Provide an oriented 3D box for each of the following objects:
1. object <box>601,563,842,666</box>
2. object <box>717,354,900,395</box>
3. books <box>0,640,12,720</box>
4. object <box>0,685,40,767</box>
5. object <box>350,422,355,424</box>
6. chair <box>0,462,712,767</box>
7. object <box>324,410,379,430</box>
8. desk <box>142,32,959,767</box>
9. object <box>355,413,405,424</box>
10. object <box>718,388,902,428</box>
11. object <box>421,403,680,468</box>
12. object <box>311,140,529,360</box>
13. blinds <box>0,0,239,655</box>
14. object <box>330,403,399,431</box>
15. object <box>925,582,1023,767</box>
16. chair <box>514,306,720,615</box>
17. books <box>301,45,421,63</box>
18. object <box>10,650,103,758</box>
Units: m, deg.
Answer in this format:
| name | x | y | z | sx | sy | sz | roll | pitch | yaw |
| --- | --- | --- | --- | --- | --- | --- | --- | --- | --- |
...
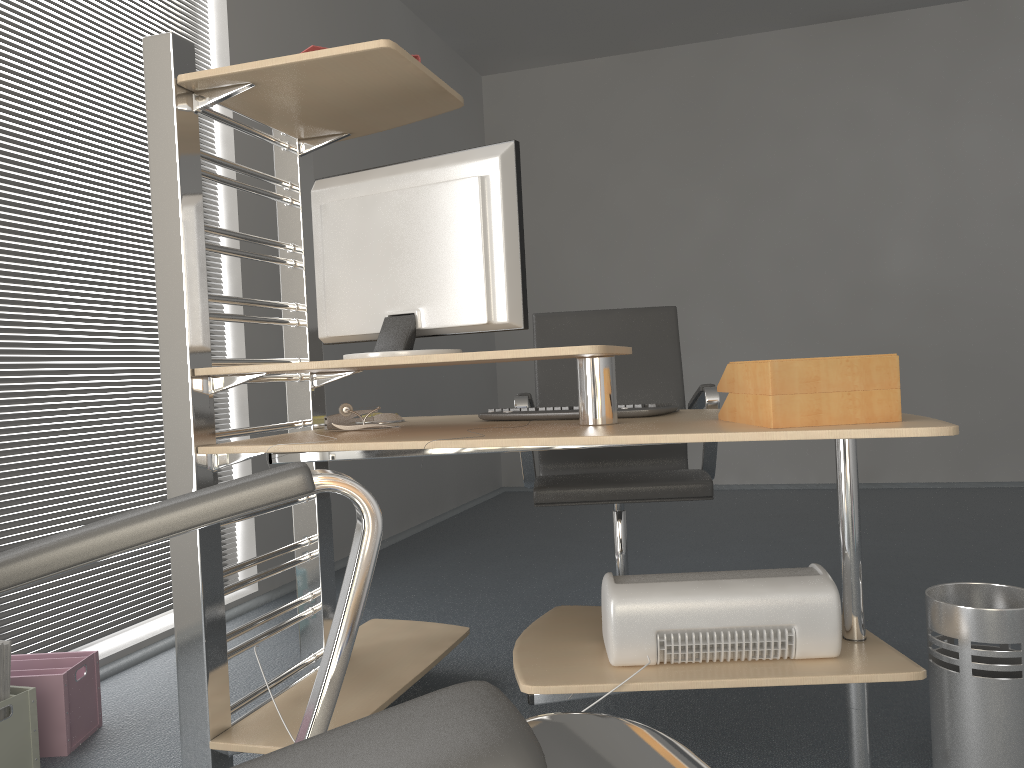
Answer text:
| name | x | y | z | sx | sy | sz | roll | pitch | yaw |
| --- | --- | --- | --- | --- | --- | --- | --- | --- | --- |
| object | 0.401 | 0.443 | 1.819 | 0.438 | 0.162 | 0.351 | -3 | 1 | 2 |
| object | 0.538 | -0.018 | 1.657 | 0.225 | 0.060 | 0.309 | -3 | 1 | -4 |
| books | -1.212 | 0.723 | 1.966 | 0.220 | 0.306 | 0.068 | -3 | 1 | 18 |
| object | -1.213 | 0.794 | 1.952 | 0.245 | 0.202 | 0.185 | -3 | 1 | 17 |
| object | -0.435 | 0.102 | 2.405 | 0.011 | 0.011 | 0.158 | -3 | 1 | 14 |
| chair | -0.190 | 0.330 | 0.380 | 0.652 | 1.048 | 0.584 | -3 | 1 | -17 |
| object | -0.396 | 0.087 | 2.190 | 0.134 | 0.042 | 0.022 | -3 | 1 | -31 |
| desk | 0.131 | 0.035 | 2.042 | 1.469 | 1.566 | 0.967 | -3 | 1 | 17 |
| object | -0.355 | 0.090 | 2.383 | 0.132 | 0.026 | 0.132 | -3 | 1 | 17 |
| object | 0.541 | 0.038 | 1.658 | 0.225 | 0.060 | 0.309 | -3 | 1 | -4 |
| object | 0.050 | 0.101 | 1.946 | 0.478 | 0.082 | 0.814 | -3 | 1 | 25 |
| object | -0.244 | -0.262 | 1.844 | 0.516 | 0.418 | 0.245 | -2 | 1 | 39 |
| blinds | -1.429 | -0.586 | 2.505 | 0.022 | 2.770 | 1.950 | -3 | 1 | 17 |
| object | -0.349 | 0.075 | 2.096 | 0.159 | 0.064 | 0.054 | -3 | 1 | -16 |
| object | 0.933 | 0.601 | 1.738 | 0.208 | 0.377 | 0.208 | -3 | 1 | -29 |
| chair | 0.320 | 0.276 | 2.710 | 0.584 | 1.048 | 0.652 | -3 | 1 | 4 |
| books | -0.399 | -0.668 | 1.962 | 0.262 | 0.072 | 0.320 | -3 | 1 | -41 |
| object | -1.173 | 0.789 | 2.176 | 0.245 | 0.202 | 0.185 | -3 | 1 | -1 |
